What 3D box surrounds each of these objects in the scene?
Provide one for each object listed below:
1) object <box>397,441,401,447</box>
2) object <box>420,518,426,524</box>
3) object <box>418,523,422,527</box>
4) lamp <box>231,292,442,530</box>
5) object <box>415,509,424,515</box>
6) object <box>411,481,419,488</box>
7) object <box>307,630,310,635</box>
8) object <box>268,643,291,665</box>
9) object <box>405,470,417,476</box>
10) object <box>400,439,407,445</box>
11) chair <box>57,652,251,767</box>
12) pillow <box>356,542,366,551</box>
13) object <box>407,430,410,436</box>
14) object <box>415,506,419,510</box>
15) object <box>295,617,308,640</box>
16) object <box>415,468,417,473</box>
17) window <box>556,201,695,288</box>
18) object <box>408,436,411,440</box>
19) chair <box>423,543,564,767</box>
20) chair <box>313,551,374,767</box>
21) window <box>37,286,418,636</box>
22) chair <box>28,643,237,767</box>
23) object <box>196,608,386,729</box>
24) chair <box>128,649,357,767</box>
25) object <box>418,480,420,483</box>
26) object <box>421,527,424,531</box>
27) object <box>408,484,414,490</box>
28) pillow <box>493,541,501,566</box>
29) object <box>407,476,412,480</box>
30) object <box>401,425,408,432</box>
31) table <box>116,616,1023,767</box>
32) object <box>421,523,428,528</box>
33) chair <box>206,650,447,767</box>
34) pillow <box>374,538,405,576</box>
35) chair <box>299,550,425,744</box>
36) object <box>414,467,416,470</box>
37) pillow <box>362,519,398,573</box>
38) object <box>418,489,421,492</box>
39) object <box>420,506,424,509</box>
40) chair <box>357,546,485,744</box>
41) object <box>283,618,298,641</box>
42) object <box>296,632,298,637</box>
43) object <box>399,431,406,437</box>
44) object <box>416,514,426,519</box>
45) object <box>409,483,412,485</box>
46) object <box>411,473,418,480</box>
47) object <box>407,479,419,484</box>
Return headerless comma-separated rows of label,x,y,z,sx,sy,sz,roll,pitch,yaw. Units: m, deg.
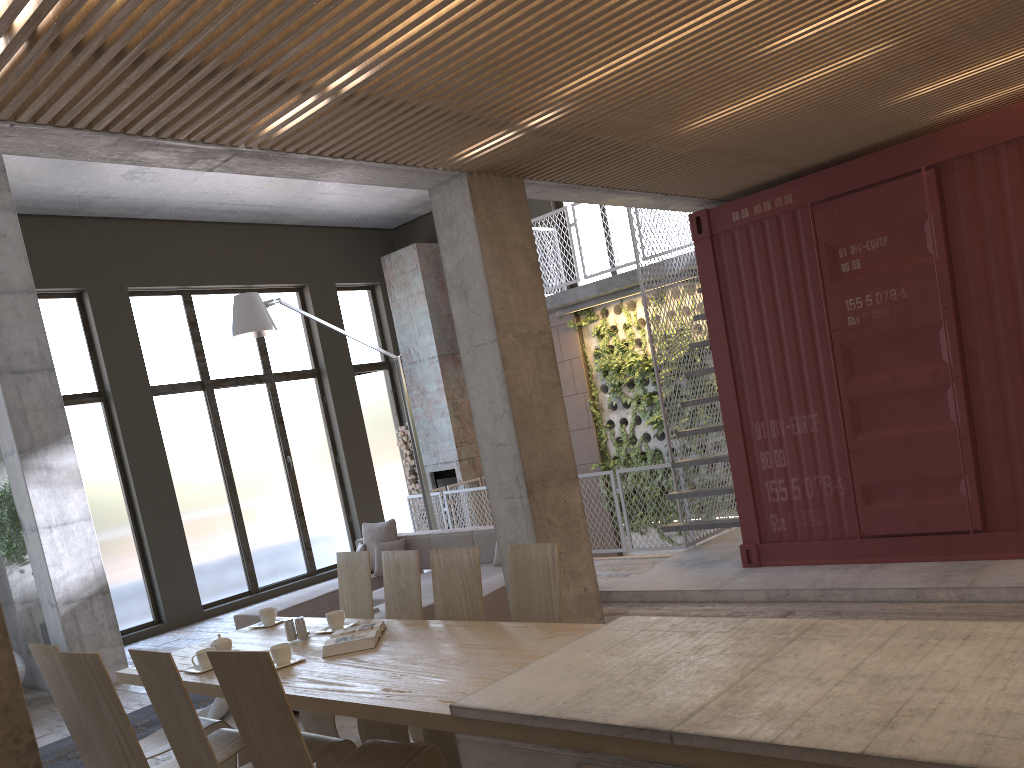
object,-1.643,0.929,13.969,0.092,0.093,0.429,-9,0,41
object,-1.287,2.158,14.088,0.116,0.080,0.427,-10,-1,43
object,-1.365,2.228,14.030,0.072,0.073,0.415,-9,0,43
lamp,-1.560,0.748,9.418,0.762,3.462,2.578,-7,4,30
object,-1.342,2.010,14.008,0.094,0.084,0.471,-9,0,41
object,-1.413,1.578,14.032,0.092,0.090,0.447,-9,0,43
object,-1.085,1.308,4.597,0.051,0.019,0.050,-11,-1,25
object,-1.074,1.259,4.065,0.094,0.089,0.115,-10,1,16
object,-1.496,1.390,14.006,0.091,0.090,0.447,-9,0,44
object,-1.586,0.891,13.904,0.092,0.090,0.447,-9,0,41
chair,-1.471,1.669,3.967,0.352,1.208,0.707,-6,6,38
pillow,-1.620,1.911,9.525,0.150,0.380,0.368,-12,2,-15
object,-1.452,0.742,13.761,0.094,0.094,0.429,-9,0,41
object,-1.402,2.001,14.158,0.071,0.119,0.358,-7,2,42
object,-1.089,1.260,4.528,0.052,0.111,0.052,-11,5,-3
object,-1.384,1.337,13.828,0.099,0.108,0.289,-9,1,41
window,2.051,-2.349,11.086,3.607,1.766,0.107,-11,4,42
object,-1.462,0.827,13.801,0.068,0.067,0.415,-9,0,41
chair,-0.047,1.397,4.040,0.708,1.208,0.351,-14,7,-42
chair,-1.103,1.643,5.132,0.708,1.208,0.351,-15,7,-44
window,-4.794,0.948,10.785,0.211,4.212,9.043,-5,3,41
chair,-1.810,1.750,4.346,0.352,1.208,0.707,-6,6,42
object,-1.637,2.134,6.695,1.575,0.508,1.052,-10,-1,-29
chair,-1.047,1.577,3.683,0.352,1.208,0.707,-6,6,42
object,-1.316,1.510,13.907,0.068,0.068,0.415,-9,0,43
object,-1.279,2.286,14.110,0.092,0.090,0.447,-9,0,43
object,-1.474,1.622,14.091,0.092,0.093,0.429,-9,0,43
pillow,-0.021,1.515,8.100,0.374,0.363,0.183,-9,4,42
object,-1.515,1.485,14.051,0.123,0.068,0.357,-11,-2,41
object,-1.602,0.692,13.798,0.105,0.104,0.287,-9,0,41
table,0.211,1.459,3.288,5.248,0.931,0.993,-13,0,42
object,-1.240,2.221,14.033,0.094,0.084,0.471,-9,0,43
chair,-0.637,1.486,3.384,0.352,1.208,0.707,-7,6,36
pillow,-1.267,1.800,9.095,0.379,0.376,0.166,-10,5,16
chair,-0.773,1.565,4.743,0.708,1.208,0.351,-14,7,-42
object,-1.402,1.307,13.910,0.065,0.075,0.353,-8,1,44
pillow,-1.408,1.732,9.334,0.569,0.563,0.217,-9,5,44
object,-1.343,1.658,13.955,0.065,0.075,0.353,-9,0,41
object,-1.292,1.924,13.972,0.116,0.080,0.427,-10,-1,41
chair,-0.413,1.481,4.388,0.352,1.208,0.707,-6,6,39
object,-1.147,1.270,4.535,0.052,0.113,0.052,-11,5,-3
object,-1.110,1.299,4.588,0.050,0.046,0.051,-12,2,-30
object,-1.595,0.762,13.870,0.114,0.080,0.427,-10,-1,41
object,-1.362,2.098,14.084,0.091,0.090,0.447,-9,0,44
object,-1.483,1.554,14.057,0.067,0.086,0.417,-8,1,45
object,-1.421,1.449,14.010,0.116,0.080,0.427,-10,-1,43
object,-1.499,1.519,13.952,0.072,0.073,0.415,-9,0,43
